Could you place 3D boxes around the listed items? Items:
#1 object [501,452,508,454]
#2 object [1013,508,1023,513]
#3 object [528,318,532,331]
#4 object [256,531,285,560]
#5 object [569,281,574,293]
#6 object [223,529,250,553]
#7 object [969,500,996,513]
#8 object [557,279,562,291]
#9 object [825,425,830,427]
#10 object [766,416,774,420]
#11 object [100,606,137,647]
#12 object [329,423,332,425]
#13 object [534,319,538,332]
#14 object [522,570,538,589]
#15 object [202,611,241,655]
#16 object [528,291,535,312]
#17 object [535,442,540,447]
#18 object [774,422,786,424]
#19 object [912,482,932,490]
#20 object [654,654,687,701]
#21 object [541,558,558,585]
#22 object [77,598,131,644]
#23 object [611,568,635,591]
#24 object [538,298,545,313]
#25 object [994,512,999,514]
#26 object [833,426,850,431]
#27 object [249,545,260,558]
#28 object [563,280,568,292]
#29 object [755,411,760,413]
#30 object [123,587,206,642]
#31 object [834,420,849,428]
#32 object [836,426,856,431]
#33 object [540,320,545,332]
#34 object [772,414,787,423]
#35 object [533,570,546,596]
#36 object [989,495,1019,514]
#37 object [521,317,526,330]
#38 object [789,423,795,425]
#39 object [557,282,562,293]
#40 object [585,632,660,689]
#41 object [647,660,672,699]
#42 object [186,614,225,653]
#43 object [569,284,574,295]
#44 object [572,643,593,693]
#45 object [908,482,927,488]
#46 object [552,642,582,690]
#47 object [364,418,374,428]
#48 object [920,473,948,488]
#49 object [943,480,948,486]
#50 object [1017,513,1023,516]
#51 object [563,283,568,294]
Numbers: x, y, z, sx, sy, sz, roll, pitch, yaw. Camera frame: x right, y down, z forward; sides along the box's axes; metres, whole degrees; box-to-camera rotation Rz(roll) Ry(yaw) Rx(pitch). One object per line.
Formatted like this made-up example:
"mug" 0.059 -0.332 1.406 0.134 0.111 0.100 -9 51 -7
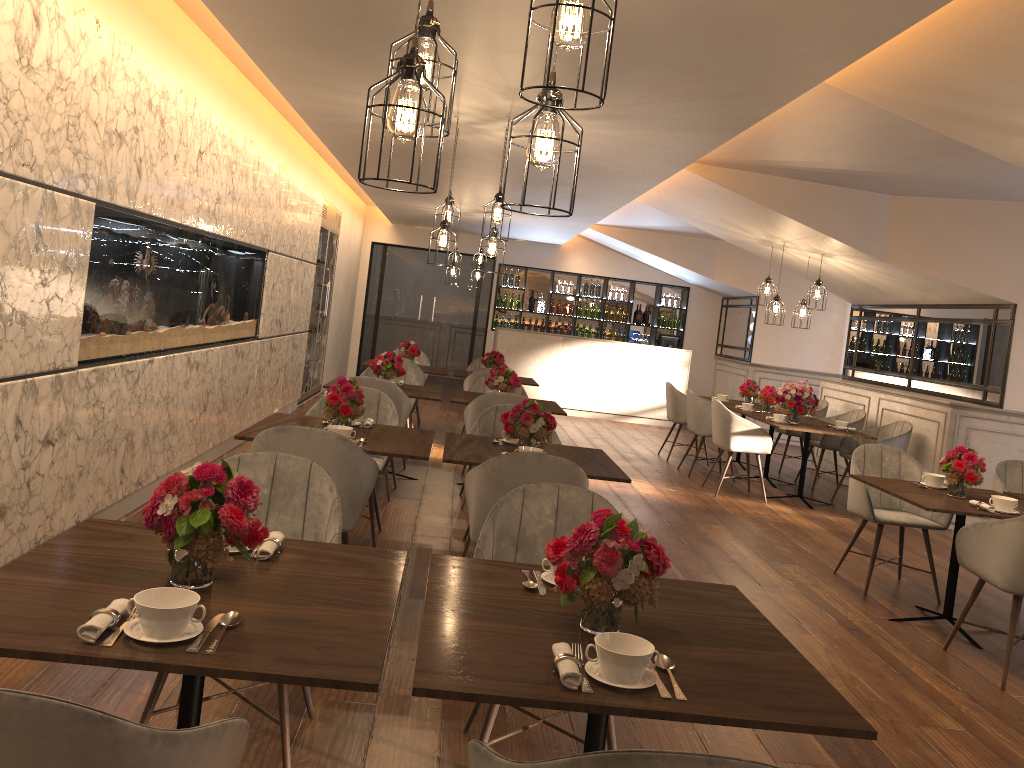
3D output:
"object" -0.028 0.352 4.273 0.056 0.039 0.176 7 4 -4
"object" 2.646 0.664 4.597 0.043 0.015 0.198 6 5 -7
"object" 0.309 -1.001 15.111 0.065 0.261 0.066 6 2 -25
"object" -0.644 0.431 2.364 0.056 0.039 0.176 7 4 -4
"object" 1.019 -1.653 15.101 0.069 0.208 0.040 7 1 -4
"object" -0.755 0.401 2.357 0.148 0.072 0.149 5 4 -26
"object" 2.423 0.627 4.563 0.056 0.039 0.176 7 4 -4
"object" 0.820 -1.677 15.089 0.069 0.208 0.040 7 1 -4
"object" 3.070 0.405 8.448 0.197 0.015 0.043 6 4 -7
"object" 2.489 0.328 8.378 0.175 0.039 0.056 7 4 -3
"object" -0.768 0.472 1.757 0.025 0.024 0.193 7 5 -4
"object" -0.973 0.212 4.801 0.022 0.004 0.211 7 5 -4
"object" 0.419 -0.988 15.118 0.065 0.261 0.066 6 2 -25
"object" 0.041 0.525 2.386 0.043 0.015 0.198 6 5 -7
"object" -0.586 0.497 1.778 0.043 0.015 0.198 7 5 0
"object" 0.342 -1.411 15.105 0.103 0.359 0.104 6 2 -32
"object" 0.128 0.321 4.893 0.056 0.039 0.176 7 4 -4
"object" 2.524 0.365 8.188 0.210 0.004 0.022 7 4 -3
"object" 2.389 0.594 5.145 0.022 0.004 0.211 7 5 -4
"object" 0.332 0.605 1.832 0.043 0.015 0.198 6 5 -7
"object" 0.155 0.507 2.411 0.148 0.072 0.149 5 4 -26
"object" -0.801 0.462 1.745 0.056 0.039 0.176 7 4 -4
"object" 0.232 0.434 1.997 0.049 0.052 0.078 5 4 -38
"object" 0.503 -1.352 15.110 0.109 0.281 0.108 8 2 42
"object" 2.456 0.637 4.575 0.025 0.024 0.193 7 5 -4
"object" 3.091 0.418 8.256 0.192 0.024 0.025 7 3 -3
"object" -0.679 0.435 2.353 0.025 0.024 0.193 7 5 -4
"object" 0.919 -1.665 15.095 0.069 0.208 0.040 7 1 -4
"object" 2.468 0.281 9.083 0.197 0.015 0.043 6 4 -7
"object" -0.686 0.458 1.752 0.148 0.072 0.149 5 4 -26
"object" 3.099 0.389 8.336 0.149 0.072 0.148 10 5 39
"object" 3.104 0.416 8.222 0.175 0.039 0.056 7 4 -3
"object" 0.528 -0.976 15.124 0.065 0.261 0.066 6 2 -25
"object" 2.498 0.321 8.264 0.149 0.072 0.148 10 5 39
"object" 0.076 0.535 2.381 0.022 0.004 0.211 7 5 -4
"object" 2.538 0.624 4.570 0.148 0.072 0.149 4 5 -36
"object" 0.200 -1.014 15.105 0.065 0.261 0.066 6 2 -25
"object" 2.520 0.362 8.153 0.197 0.015 0.043 6 4 -7
"object" 0.815 -1.641 15.090 0.070 0.190 0.041 7 1 -4
"object" 0.225 0.565 1.806 0.148 0.072 0.149 5 4 -26
"object" 0.297 0.606 1.837 0.022 0.004 0.211 7 5 -4
"object" -0.614 0.499 1.783 0.022 0.004 0.211 7 5 -4
"object" 1.015 -1.617 15.102 0.070 0.190 0.041 7 1 -4
"object" 0.143 0.578 1.811 0.025 0.024 0.193 7 5 -4
"object" 2.362 0.584 5.151 0.043 0.015 0.198 7 5 0
"object" 0.110 0.568 1.799 0.056 0.039 0.176 7 4 -4
"object" -0.782 0.215 4.839 0.056 0.039 0.176 7 4 -4
"object" 2.469 0.566 5.175 0.148 0.072 0.149 4 5 -36
"object" 2.579 0.596 5.183 0.056 0.039 0.176 7 4 -4
"object" 2.610 0.665 4.602 0.022 0.004 0.211 7 5 -4
"object" 0.915 -1.629 15.096 0.070 0.190 0.041 7 1 -4
